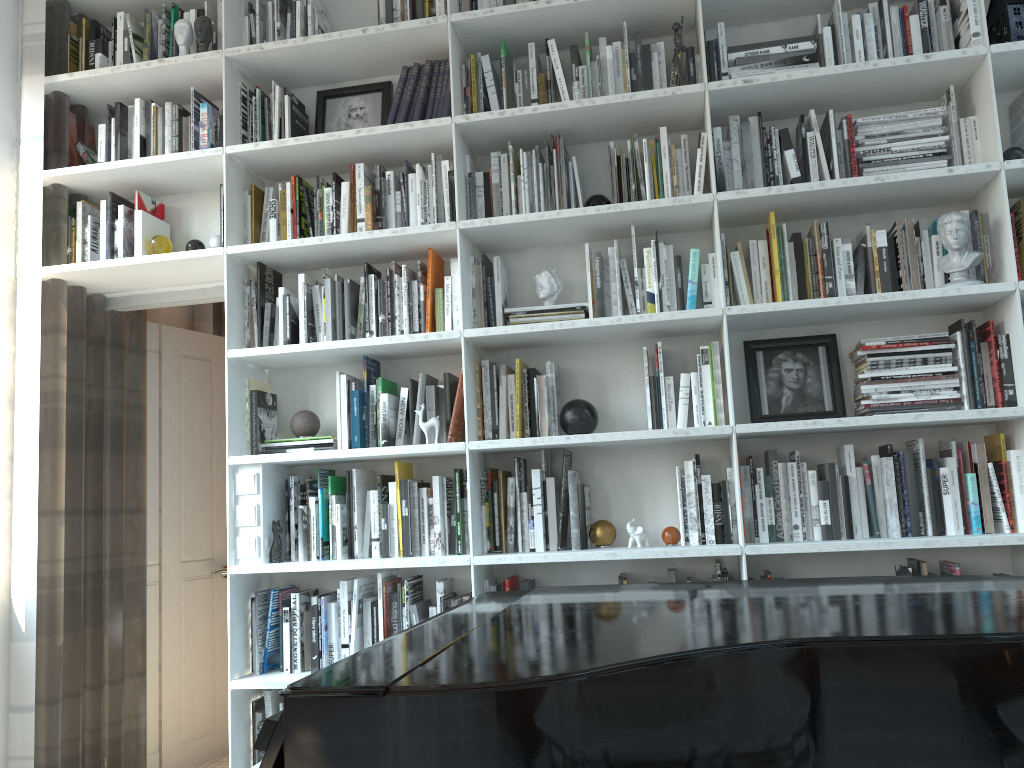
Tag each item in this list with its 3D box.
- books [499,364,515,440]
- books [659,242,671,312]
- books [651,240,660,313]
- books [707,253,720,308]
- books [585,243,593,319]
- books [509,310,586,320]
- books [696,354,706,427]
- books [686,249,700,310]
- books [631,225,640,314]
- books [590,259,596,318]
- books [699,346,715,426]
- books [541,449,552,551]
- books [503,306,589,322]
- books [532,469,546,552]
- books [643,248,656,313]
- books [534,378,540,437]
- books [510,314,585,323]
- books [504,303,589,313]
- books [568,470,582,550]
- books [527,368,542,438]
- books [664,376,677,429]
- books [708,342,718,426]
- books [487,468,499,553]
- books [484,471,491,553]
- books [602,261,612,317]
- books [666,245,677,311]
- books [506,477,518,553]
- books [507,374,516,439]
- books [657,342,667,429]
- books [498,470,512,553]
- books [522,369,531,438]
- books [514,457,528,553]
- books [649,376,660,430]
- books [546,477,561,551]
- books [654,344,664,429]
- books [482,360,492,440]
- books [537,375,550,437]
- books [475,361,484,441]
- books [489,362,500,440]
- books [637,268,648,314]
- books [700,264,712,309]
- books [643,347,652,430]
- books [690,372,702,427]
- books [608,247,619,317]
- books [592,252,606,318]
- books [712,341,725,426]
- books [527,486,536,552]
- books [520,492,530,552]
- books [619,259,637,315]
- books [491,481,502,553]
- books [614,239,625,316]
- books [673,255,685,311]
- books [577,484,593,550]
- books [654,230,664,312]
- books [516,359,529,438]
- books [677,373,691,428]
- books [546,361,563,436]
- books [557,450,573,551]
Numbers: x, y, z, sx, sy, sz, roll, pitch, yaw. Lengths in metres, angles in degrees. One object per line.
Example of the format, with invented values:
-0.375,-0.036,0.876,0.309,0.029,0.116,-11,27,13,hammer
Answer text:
-0.016,0.074,3.063,0.036,0.263,0.167,-4,-7,10,books
0.519,-0.330,3.001,0.023,0.259,0.170,-4,-7,10,books
0.489,-0.331,2.997,0.012,0.265,0.193,-4,-7,10,books
0.680,-0.318,2.986,0.026,0.217,0.126,-4,-7,10,books
0.273,-0.324,3.048,0.012,0.284,0.159,-4,-7,10,books
0.126,-0.224,3.075,0.254,0.012,0.161,-4,-8,8,books
0.626,0.035,2.935,0.012,0.244,0.171,-4,-7,10,books
0.607,-0.321,2.980,0.060,0.227,0.179,-4,-7,10,books
0.427,-0.357,3.027,0.010,0.329,0.173,-4,-7,10,books
0.288,-0.296,3.056,0.010,0.231,0.155,-4,-7,10,books
0.646,0.022,2.940,0.027,0.269,0.178,-4,-7,10,books
0.124,0.393,3.019,0.013,0.338,0.138,-4,-7,10,books
0.126,-0.236,3.078,0.285,0.012,0.159,-5,-8,12,books
0.101,0.425,2.994,0.027,0.268,0.185,-4,-7,10,books
0.472,-0.320,3.009,0.028,0.246,0.170,-4,-7,10,books
0.100,0.093,3.038,0.011,0.207,0.180,-4,-8,10,books
0.126,-0.213,3.069,0.254,0.012,0.161,-4,-8,6,books
0.125,-0.249,3.075,0.285,0.012,0.159,-4,-8,7,books
0.217,0.421,2.971,0.027,0.260,0.163,-4,-7,10,books
0.084,0.077,3.063,0.028,0.247,0.143,-4,-7,10,books
0.532,0.075,2.971,0.030,0.182,0.154,-4,-8,10,books
0.662,0.014,2.928,0.011,0.278,0.188,-4,-7,10,books
-0.058,0.431,3.031,0.013,0.283,0.146,-4,-7,10,books
-0.069,0.437,3.042,0.013,0.275,0.147,-4,-7,10,books
0.336,-0.296,3.057,0.024,0.226,0.138,-4,-7,10,books
0.545,-0.327,3.016,0.022,0.256,0.152,-4,-7,10,books
0.011,0.443,3.013,0.042,0.247,0.163,-4,-7,10,books
0.016,0.090,3.059,0.025,0.227,0.153,-4,-7,10,books
0.507,0.019,2.975,0.012,0.297,0.166,-4,-7,10,books
-0.018,0.432,3.011,0.012,0.272,0.181,-4,-7,10,books
0.060,0.079,3.051,0.014,0.243,0.153,-4,-7,10,books
0.036,0.409,3.011,0.014,0.313,0.166,-4,-7,10,books
0.479,0.076,2.966,0.025,0.186,0.154,-4,-8,10,books
0.145,0.439,3.001,0.029,0.240,0.136,-4,-7,10,books
0.496,0.023,2.980,0.011,0.291,0.156,-4,-7,10,books
-0.071,0.068,3.077,0.025,0.284,0.145,-4,-7,10,books
0.118,0.087,3.031,0.028,0.216,0.175,-4,-7,10,books
-0.099,0.072,3.092,0.012,0.284,0.159,-4,-7,10,books
-0.045,0.072,3.077,0.026,0.274,0.154,-4,-7,10,books
0.451,-0.287,3.029,0.025,0.189,0.140,-4,-7,10,books
0.655,-0.299,2.986,0.027,0.181,0.142,-4,-7,10,books
0.459,0.028,2.979,0.012,0.284,0.159,-4,-7,10,books
0.612,0.065,2.945,0.024,0.188,0.172,-4,-8,10,books
0.355,-0.320,3.041,0.022,0.267,0.151,-4,-7,10,books
0.304,-0.308,3.035,0.030,0.247,0.174,-4,-7,10,books
0.679,0.012,2.927,0.021,0.281,0.162,-4,-7,10,books
0.080,0.454,2.998,0.021,0.215,0.172,-4,-7,10,books
0.059,0.466,3.005,0.024,0.195,0.157,-4,-7,10,books
0.403,-0.302,3.034,0.048,0.224,0.149,-4,-7,10,books
-0.036,0.451,3.021,0.030,0.239,0.157,-4,-7,10,books
0.369,-0.332,3.027,0.012,0.285,0.167,-4,-7,10,books
0.569,-0.310,3.010,0.026,0.219,0.150,-4,-7,10,books
0.246,0.445,2.978,0.023,0.211,0.160,-4,-7,10,books
0.501,-0.349,3.005,0.011,0.300,0.178,-4,-7,10,books
0.036,0.063,3.037,0.026,0.274,0.190,-4,-7,10,books
0.571,0.067,2.948,0.057,0.188,0.156,-4,-8,10,books
0.147,0.062,3.044,0.028,0.265,0.145,-4,-7,10,books
0.178,0.391,2.984,0.050,0.327,0.167,-4,-7,10,books
